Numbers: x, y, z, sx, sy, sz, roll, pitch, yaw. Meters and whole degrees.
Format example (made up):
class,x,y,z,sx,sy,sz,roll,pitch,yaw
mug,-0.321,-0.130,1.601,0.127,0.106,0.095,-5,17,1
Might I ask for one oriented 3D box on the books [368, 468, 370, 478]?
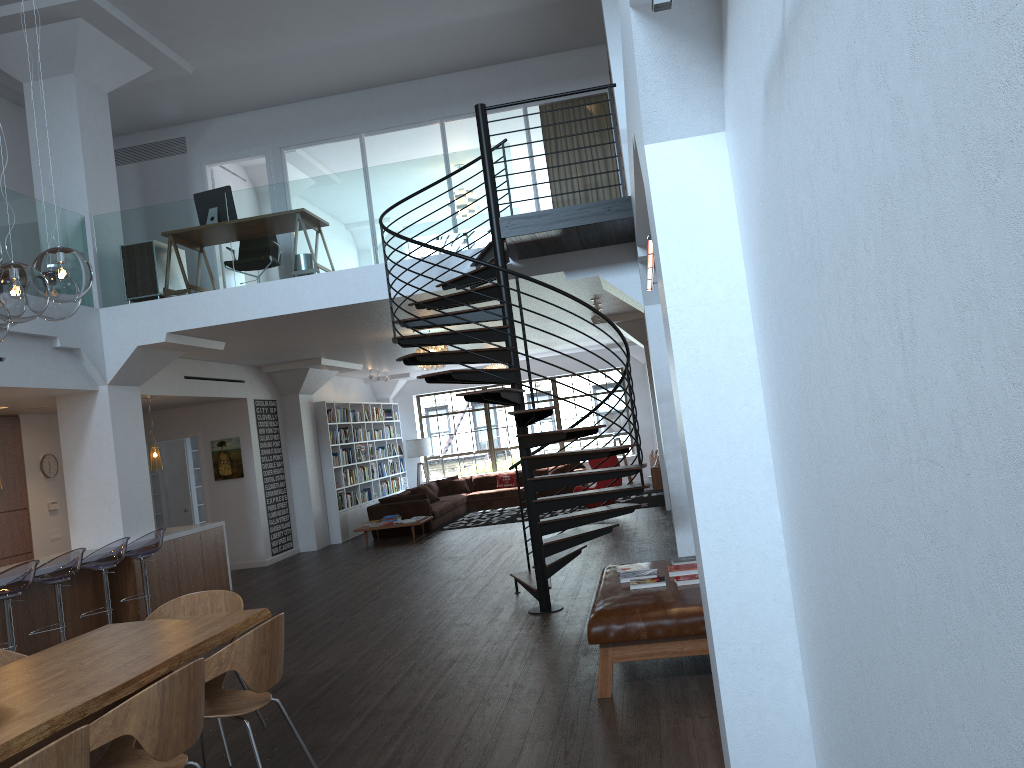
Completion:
class,x,y,z,sx,sy,sz,roll,pitch,yaw
books,-2.811,1.733,16.945,0.168,0.231,0.037,-8,-3,8

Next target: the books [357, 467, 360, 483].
class,x,y,z,sx,sy,sz,roll,pitch,yaw
books,-2.909,1.688,16.318,0.198,0.284,0.066,-8,-3,8

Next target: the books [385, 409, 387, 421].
class,x,y,z,sx,sy,sz,roll,pitch,yaw
books,-2.723,0.659,18.607,0.183,0.253,0.042,-8,-3,8

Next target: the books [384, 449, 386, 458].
class,x,y,z,sx,sy,sz,roll,pitch,yaw
books,-2.646,1.427,18.137,0.107,0.167,0.017,-8,-3,8

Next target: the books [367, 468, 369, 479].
class,x,y,z,sx,sy,sz,roll,pitch,yaw
books,-2.821,1.727,16.879,0.174,0.240,0.045,-8,-3,8

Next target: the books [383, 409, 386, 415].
class,x,y,z,sx,sy,sz,roll,pitch,yaw
books,-2.735,0.658,18.565,0.183,0.253,0.042,-8,-3,8

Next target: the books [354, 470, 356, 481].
class,x,y,z,sx,sy,sz,roll,pitch,yaw
books,-2.929,1.698,16.135,0.160,0.250,0.026,-8,-3,8

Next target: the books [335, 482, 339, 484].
class,x,y,z,sx,sy,sz,roll,pitch,yaw
books,-3.091,1.715,15.201,0.174,0.032,0.254,-8,-3,3

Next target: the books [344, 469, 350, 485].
class,x,y,z,sx,sy,sz,roll,pitch,yaw
books,-2.987,1.669,15.792,0.176,0.290,0.053,-8,-3,8

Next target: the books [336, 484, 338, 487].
class,x,y,z,sx,sy,sz,roll,pitch,yaw
books,-3.084,1.747,15.204,0.197,0.033,0.284,-7,-3,-17

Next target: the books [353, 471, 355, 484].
class,x,y,z,sx,sy,sz,roll,pitch,yaw
books,-2.941,1.693,16.029,0.183,0.253,0.034,-8,-3,8

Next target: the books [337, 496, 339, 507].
class,x,y,z,sx,sy,sz,roll,pitch,yaw
books,-3.036,2.043,15.094,0.160,0.251,0.031,-8,-3,8

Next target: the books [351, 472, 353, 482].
class,x,y,z,sx,sy,sz,roll,pitch,yaw
books,-2.957,1.703,15.962,0.168,0.231,0.037,-8,-3,8

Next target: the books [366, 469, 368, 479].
class,x,y,z,sx,sy,sz,roll,pitch,yaw
books,-2.822,1.732,16.809,0.161,0.223,0.027,-8,-3,8

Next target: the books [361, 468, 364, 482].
class,x,y,z,sx,sy,sz,roll,pitch,yaw
books,-2.867,1.707,16.501,0.183,0.253,0.034,-8,-3,8

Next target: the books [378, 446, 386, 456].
class,x,y,z,sx,sy,sz,roll,pitch,yaw
books,-2.662,1.398,18.175,0.140,0.231,0.042,-8,-3,8

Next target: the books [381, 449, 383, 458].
class,x,y,z,sx,sy,sz,roll,pitch,yaw
books,-2.687,1.417,17.941,0.128,0.178,0.022,-8,-3,8

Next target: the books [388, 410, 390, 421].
class,x,y,z,sx,sy,sz,roll,pitch,yaw
books,-2.693,0.663,18.779,0.183,0.253,0.042,-8,-3,8

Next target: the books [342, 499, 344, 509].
class,x,y,z,sx,sy,sz,roll,pitch,yaw
books,-2.999,2.063,15.314,0.161,0.223,0.033,-8,-3,8

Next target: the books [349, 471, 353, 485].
class,x,y,z,sx,sy,sz,roll,pitch,yaw
books,-2.960,1.694,15.915,0.171,0.246,0.057,-8,-3,8

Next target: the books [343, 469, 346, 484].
class,x,y,z,sx,sy,sz,roll,pitch,yaw
books,-2.999,1.656,15.573,0.140,0.298,0.044,-8,-3,8

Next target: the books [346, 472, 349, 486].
class,x,y,z,sx,sy,sz,roll,pitch,yaw
books,-2.994,1.688,15.709,0.171,0.246,0.057,-8,-3,8

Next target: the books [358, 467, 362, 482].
class,x,y,z,sx,sy,sz,roll,pitch,yaw
books,-2.885,1.687,16.426,0.176,0.290,0.053,-8,-3,8

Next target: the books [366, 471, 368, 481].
class,x,y,z,sx,sy,sz,roll,pitch,yaw
books,-2.826,1.717,16.784,0.160,0.250,0.026,-8,-3,8

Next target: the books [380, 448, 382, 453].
class,x,y,z,sx,sy,sz,roll,pitch,yaw
books,-2.698,1.407,17.922,0.127,0.200,0.020,-8,-3,8

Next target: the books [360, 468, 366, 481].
class,x,y,z,sx,sy,sz,roll,pitch,yaw
books,-2.841,1.712,16.660,0.183,0.253,0.034,-8,-3,8

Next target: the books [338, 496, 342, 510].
class,x,y,z,sx,sy,sz,roll,pitch,yaw
books,-3.014,2.049,15.166,0.174,0.240,0.054,-8,-3,8

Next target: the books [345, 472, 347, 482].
class,x,y,z,sx,sy,sz,roll,pitch,yaw
books,-3.003,1.689,15.663,0.159,0.241,0.038,-8,-3,8

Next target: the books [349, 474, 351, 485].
class,x,y,z,sx,sy,sz,roll,pitch,yaw
books,-2.989,1.698,15.868,0.174,0.240,0.045,-8,-3,8

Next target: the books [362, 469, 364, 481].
class,x,y,z,sx,sy,sz,roll,pitch,yaw
books,-2.862,1.712,16.546,0.171,0.246,0.057,-8,-3,8

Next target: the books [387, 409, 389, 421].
class,x,y,z,sx,sy,sz,roll,pitch,yaw
books,-2.703,0.663,18.737,0.183,0.253,0.042,-8,-3,8

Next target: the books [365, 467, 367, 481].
class,x,y,z,sx,sy,sz,roll,pitch,yaw
books,-2.837,1.712,16.743,0.180,0.259,0.060,-8,-3,8

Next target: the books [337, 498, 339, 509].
class,x,y,z,sx,sy,sz,roll,pitch,yaw
books,-3.052,2.026,15.057,0.198,0.284,0.049,-8,-3,8

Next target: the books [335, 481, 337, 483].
class,x,y,z,sx,sy,sz,roll,pitch,yaw
books,-3.093,1.687,15.206,0.144,0.025,0.204,-7,-3,-2

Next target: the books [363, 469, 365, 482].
class,x,y,z,sx,sy,sz,roll,pitch,yaw
books,-2.857,1.718,16.622,0.174,0.240,0.045,-8,-3,8

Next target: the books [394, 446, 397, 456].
class,x,y,z,sx,sy,sz,roll,pitch,yaw
books,-2.557,1.434,18.907,0.161,0.207,0.135,-8,-3,8

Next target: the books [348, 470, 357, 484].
class,x,y,z,sx,sy,sz,roll,pitch,yaw
books,-2.922,1.697,16.164,0.183,0.253,0.034,-8,-3,8

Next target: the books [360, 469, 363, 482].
class,x,y,z,sx,sy,sz,roll,pitch,yaw
books,-2.875,1.707,16.468,0.183,0.253,0.034,-8,-3,8

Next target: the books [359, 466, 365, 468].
class,x,y,z,sx,sy,sz,roll,pitch,yaw
books,-2.847,1.695,16.696,0.176,0.290,0.036,-8,-3,8

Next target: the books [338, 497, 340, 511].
class,x,y,z,sx,sy,sz,roll,pitch,yaw
books,-3.020,2.056,15.123,0.161,0.223,0.032,-8,-3,8

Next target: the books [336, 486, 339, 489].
class,x,y,z,sx,sy,sz,roll,pitch,yaw
books,-3.079,1.781,15.202,0.197,0.035,0.284,-7,-3,-2

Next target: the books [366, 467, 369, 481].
class,x,y,z,sx,sy,sz,roll,pitch,yaw
books,-2.828,1.719,16.841,0.183,0.253,0.034,-8,-3,8

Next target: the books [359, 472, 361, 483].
class,x,y,z,sx,sy,sz,roll,pitch,yaw
books,-2.885,1.704,16.360,0.160,0.250,0.026,-8,-3,8

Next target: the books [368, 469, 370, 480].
class,x,y,z,sx,sy,sz,roll,pitch,yaw
books,-2.804,1.734,16.912,0.161,0.223,0.026,-8,-3,8

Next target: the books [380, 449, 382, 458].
class,x,y,z,sx,sy,sz,roll,pitch,yaw
books,-2.704,1.408,17.848,0.139,0.191,0.036,-8,-3,8

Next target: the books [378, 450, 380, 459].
class,x,y,z,sx,sy,sz,roll,pitch,yaw
books,-2.714,1.416,17.724,0.120,0.167,0.019,-8,-3,8

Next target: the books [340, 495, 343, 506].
class,x,y,z,sx,sy,sz,roll,pitch,yaw
books,-3.009,2.047,15.279,0.183,0.253,0.042,-8,-3,8

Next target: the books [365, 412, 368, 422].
class,x,y,z,sx,sy,sz,roll,pitch,yaw
books,-2.917,0.627,17.236,0.174,0.236,0.136,-8,-3,8

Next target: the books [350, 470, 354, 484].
class,x,y,z,sx,sy,sz,roll,pitch,yaw
books,-2.950,1.693,15.997,0.183,0.253,0.034,-8,-3,8

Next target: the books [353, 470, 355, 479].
class,x,y,z,sx,sy,sz,roll,pitch,yaw
books,-2.941,1.695,16.063,0.183,0.253,0.034,-8,-3,8

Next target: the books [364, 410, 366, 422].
class,x,y,z,sx,sy,sz,roll,pitch,yaw
books,-2.930,0.615,17.150,0.183,0.253,0.042,-8,-3,8

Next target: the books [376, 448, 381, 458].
class,x,y,z,sx,sy,sz,roll,pitch,yaw
books,-2.716,1.400,17.809,0.140,0.206,0.042,-8,-3,8

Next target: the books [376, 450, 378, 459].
class,x,y,z,sx,sy,sz,roll,pitch,yaw
books,-2.739,1.407,17.605,0.128,0.178,0.020,-8,-3,8

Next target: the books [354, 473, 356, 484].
class,x,y,z,sx,sy,sz,roll,pitch,yaw
books,-2.941,1.704,16.102,0.174,0.240,0.045,-8,-3,8

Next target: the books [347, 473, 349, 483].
class,x,y,z,sx,sy,sz,roll,pitch,yaw
books,-2.986,1.700,15.750,0.161,0.223,0.027,-8,-3,8

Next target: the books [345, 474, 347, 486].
class,x,y,z,sx,sy,sz,roll,pitch,yaw
books,-2.992,1.703,15.617,0.144,0.207,0.048,-8,-3,8

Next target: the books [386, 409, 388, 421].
class,x,y,z,sx,sy,sz,roll,pitch,yaw
books,-2.716,0.660,18.651,0.183,0.253,0.042,-8,-3,8

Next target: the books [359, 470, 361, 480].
class,x,y,z,sx,sy,sz,roll,pitch,yaw
books,-2.877,1.718,16.385,0.161,0.223,0.026,-8,-3,8

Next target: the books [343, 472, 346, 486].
class,x,y,z,sx,sy,sz,roll,pitch,yaw
books,-3.021,1.682,15.524,0.189,0.247,0.057,-8,-3,8
